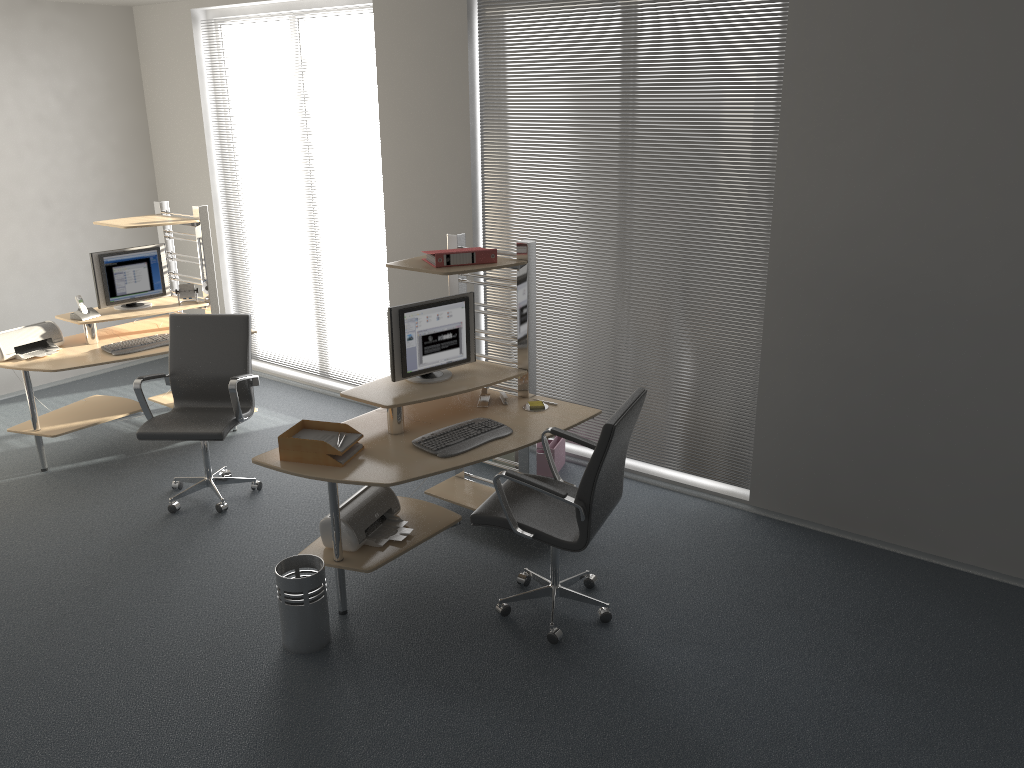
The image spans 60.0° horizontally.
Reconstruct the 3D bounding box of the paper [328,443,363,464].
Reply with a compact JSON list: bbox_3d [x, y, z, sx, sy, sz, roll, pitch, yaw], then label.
[{"bbox_3d":[-0.861,0.304,4.032,0.297,0.019,0.210,5,19,15],"label":"paper"}]

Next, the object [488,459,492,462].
[{"bbox_3d":[-0.128,0.387,5.851,0.185,0.202,0.245,13,23,35],"label":"object"}]

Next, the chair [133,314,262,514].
[{"bbox_3d":[-1.814,0.173,5.183,0.584,1.048,0.652,0,18,3],"label":"chair"}]

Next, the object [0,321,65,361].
[{"bbox_3d":[-3.063,-0.272,5.649,0.351,0.162,0.438,9,21,27],"label":"object"}]

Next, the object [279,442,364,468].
[{"bbox_3d":[-0.862,0.292,4.029,0.309,0.060,0.225,5,19,15],"label":"object"}]

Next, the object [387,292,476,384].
[{"bbox_3d":[-0.427,-0.240,4.547,0.516,0.418,0.245,-11,21,-29],"label":"object"}]

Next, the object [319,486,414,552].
[{"bbox_3d":[-0.656,0.638,4.246,0.351,0.162,0.438,6,20,20],"label":"object"}]

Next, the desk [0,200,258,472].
[{"bbox_3d":[-2.594,-0.317,5.867,0.967,1.566,1.469,13,23,35],"label":"desk"}]

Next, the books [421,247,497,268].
[{"bbox_3d":[-0.270,-0.659,4.499,0.320,0.072,0.262,-7,19,-20],"label":"books"}]

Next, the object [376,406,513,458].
[{"bbox_3d":[-0.424,0.212,4.390,0.814,0.082,0.478,17,25,42],"label":"object"}]

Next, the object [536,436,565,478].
[{"bbox_3d":[0.216,0.454,5.635,0.185,0.202,0.245,6,19,18],"label":"object"}]

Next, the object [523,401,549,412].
[{"bbox_3d":[0.124,0.109,4.600,0.132,0.026,0.132,13,23,35],"label":"object"}]

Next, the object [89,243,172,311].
[{"bbox_3d":[-2.642,-0.740,6.136,0.516,0.418,0.245,-14,23,-36],"label":"object"}]

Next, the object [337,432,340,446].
[{"bbox_3d":[-0.783,0.248,4.007,0.008,0.009,0.159,-3,18,-7],"label":"object"}]

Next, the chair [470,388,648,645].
[{"bbox_3d":[0.207,0.551,3.972,0.652,1.048,0.584,7,20,22],"label":"chair"}]

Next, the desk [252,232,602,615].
[{"bbox_3d":[-0.362,0.188,4.264,0.967,1.566,1.469,13,23,35],"label":"desk"}]

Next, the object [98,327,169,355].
[{"bbox_3d":[-2.620,-0.300,6.013,0.814,0.082,0.478,17,25,42],"label":"object"}]

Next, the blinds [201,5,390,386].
[{"bbox_3d":[-1.650,-1.387,6.863,1.950,2.749,0.037,13,23,35],"label":"blinds"}]

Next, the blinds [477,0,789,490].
[{"bbox_3d":[0.589,-0.881,5.257,1.950,2.770,0.022,13,23,35],"label":"blinds"}]

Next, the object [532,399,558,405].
[{"bbox_3d":[0.172,0.094,4.667,0.158,0.011,0.011,11,22,32],"label":"object"}]

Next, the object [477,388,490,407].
[{"bbox_3d":[-0.148,0.066,4.681,0.054,0.064,0.159,1,18,4],"label":"object"}]

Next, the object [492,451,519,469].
[{"bbox_3d":[0.019,0.421,5.744,0.185,0.202,0.245,13,23,35],"label":"object"}]

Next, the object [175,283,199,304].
[{"bbox_3d":[-2.295,-0.639,6.269,0.154,0.135,0.093,-6,19,-15],"label":"object"}]

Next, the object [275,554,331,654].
[{"bbox_3d":[-0.908,0.961,3.864,0.208,0.377,0.208,-4,19,-9],"label":"object"}]

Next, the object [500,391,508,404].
[{"bbox_3d":[-0.044,0.071,4.697,0.022,0.042,0.134,-4,19,-10],"label":"object"}]

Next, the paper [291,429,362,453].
[{"bbox_3d":[-0.861,0.255,4.016,0.297,0.010,0.210,5,19,15],"label":"paper"}]

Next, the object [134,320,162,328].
[{"bbox_3d":[-2.439,-0.396,6.287,0.742,0.088,0.168,14,23,37],"label":"object"}]

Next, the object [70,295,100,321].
[{"bbox_3d":[-2.845,-0.513,5.885,0.119,0.151,0.150,7,20,22],"label":"object"}]

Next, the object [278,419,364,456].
[{"bbox_3d":[-0.862,0.239,4.011,0.309,0.060,0.225,5,19,15],"label":"object"}]

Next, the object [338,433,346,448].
[{"bbox_3d":[-0.763,0.255,3.985,0.008,0.009,0.159,0,18,1],"label":"object"}]
